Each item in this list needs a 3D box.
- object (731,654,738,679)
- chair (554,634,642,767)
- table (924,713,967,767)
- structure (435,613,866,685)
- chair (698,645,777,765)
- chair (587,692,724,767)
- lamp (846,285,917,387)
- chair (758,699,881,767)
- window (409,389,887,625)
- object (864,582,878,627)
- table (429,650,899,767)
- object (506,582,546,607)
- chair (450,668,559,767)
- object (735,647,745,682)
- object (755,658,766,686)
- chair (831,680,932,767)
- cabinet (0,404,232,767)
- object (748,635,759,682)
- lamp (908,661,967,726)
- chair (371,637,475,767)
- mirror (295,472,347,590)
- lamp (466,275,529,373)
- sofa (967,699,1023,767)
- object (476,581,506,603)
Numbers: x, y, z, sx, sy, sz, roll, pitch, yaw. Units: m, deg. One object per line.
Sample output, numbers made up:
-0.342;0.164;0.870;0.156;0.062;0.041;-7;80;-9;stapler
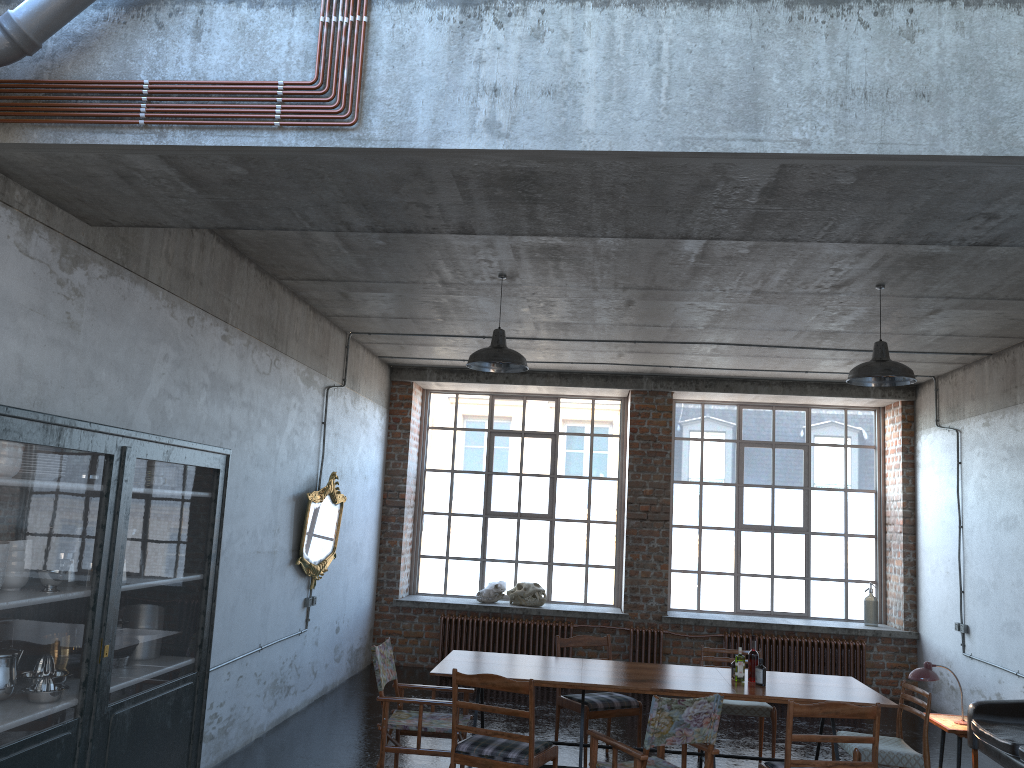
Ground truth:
1.645;2.070;6.493;0.077;0.173;0.077;4;-9;-9;object
0.720;2.671;7.454;0.573;1.028;0.509;8;-10;-30;chair
3.957;3.093;7.440;0.811;0.458;0.649;2;-8;5;table
1.693;3.391;11.062;5.349;0.713;0.232;2;-8;5;structure
1.882;2.756;7.501;0.589;0.971;0.577;2;-8;5;chair
0.871;2.367;5.435;0.574;1.031;0.713;7;-9;-24;chair
2.838;-0.456;6.830;0.502;0.891;0.502;2;-9;10;lamp
1.881;2.439;5.469;0.573;1.028;0.509;4;-8;-5;chair
5.999;3.452;11.850;19.864;12.900;0.747;2;-8;5;window
4.601;2.820;11.365;0.172;0.551;0.172;10;-11;-40;object
1.005;2.572;6.398;3.112;0.917;1.067;2;-8;5;table
0.170;2.758;11.666;0.418;0.305;0.625;6;-9;-20;object
-0.050;2.382;5.769;0.573;1.028;0.509;-1;-9;25;chair
1.641;2.017;6.384;0.070;0.235;0.041;2;-8;5;object
1.762;2.039;6.282;0.051;0.180;0.097;7;-9;-23;object
2.609;2.605;6.221;0.577;0.971;0.589;2;-8;5;chair
-2.126;1.337;4.018;0.572;2.297;2.386;2;-8;5;cabinet
1.747;1.986;6.420;0.075;0.324;0.075;-2;-10;30;object
3.621;2.613;7.527;0.496;0.492;0.220;3;-8;-2;lamp
-0.671;2.448;6.529;0.713;1.031;0.574;2;-8;5;chair
-1.887;1.470;8.911;0.172;1.182;1.339;2;-8;5;mirror
-0.094;-0.569;7.110;0.502;0.891;0.502;2;-9;10;lamp
3.949;2.537;5.773;0.929;1.045;2.610;2;-8;5;sofa
-0.271;2.761;11.769;0.281;0.281;0.575;-2;-10;31;object
